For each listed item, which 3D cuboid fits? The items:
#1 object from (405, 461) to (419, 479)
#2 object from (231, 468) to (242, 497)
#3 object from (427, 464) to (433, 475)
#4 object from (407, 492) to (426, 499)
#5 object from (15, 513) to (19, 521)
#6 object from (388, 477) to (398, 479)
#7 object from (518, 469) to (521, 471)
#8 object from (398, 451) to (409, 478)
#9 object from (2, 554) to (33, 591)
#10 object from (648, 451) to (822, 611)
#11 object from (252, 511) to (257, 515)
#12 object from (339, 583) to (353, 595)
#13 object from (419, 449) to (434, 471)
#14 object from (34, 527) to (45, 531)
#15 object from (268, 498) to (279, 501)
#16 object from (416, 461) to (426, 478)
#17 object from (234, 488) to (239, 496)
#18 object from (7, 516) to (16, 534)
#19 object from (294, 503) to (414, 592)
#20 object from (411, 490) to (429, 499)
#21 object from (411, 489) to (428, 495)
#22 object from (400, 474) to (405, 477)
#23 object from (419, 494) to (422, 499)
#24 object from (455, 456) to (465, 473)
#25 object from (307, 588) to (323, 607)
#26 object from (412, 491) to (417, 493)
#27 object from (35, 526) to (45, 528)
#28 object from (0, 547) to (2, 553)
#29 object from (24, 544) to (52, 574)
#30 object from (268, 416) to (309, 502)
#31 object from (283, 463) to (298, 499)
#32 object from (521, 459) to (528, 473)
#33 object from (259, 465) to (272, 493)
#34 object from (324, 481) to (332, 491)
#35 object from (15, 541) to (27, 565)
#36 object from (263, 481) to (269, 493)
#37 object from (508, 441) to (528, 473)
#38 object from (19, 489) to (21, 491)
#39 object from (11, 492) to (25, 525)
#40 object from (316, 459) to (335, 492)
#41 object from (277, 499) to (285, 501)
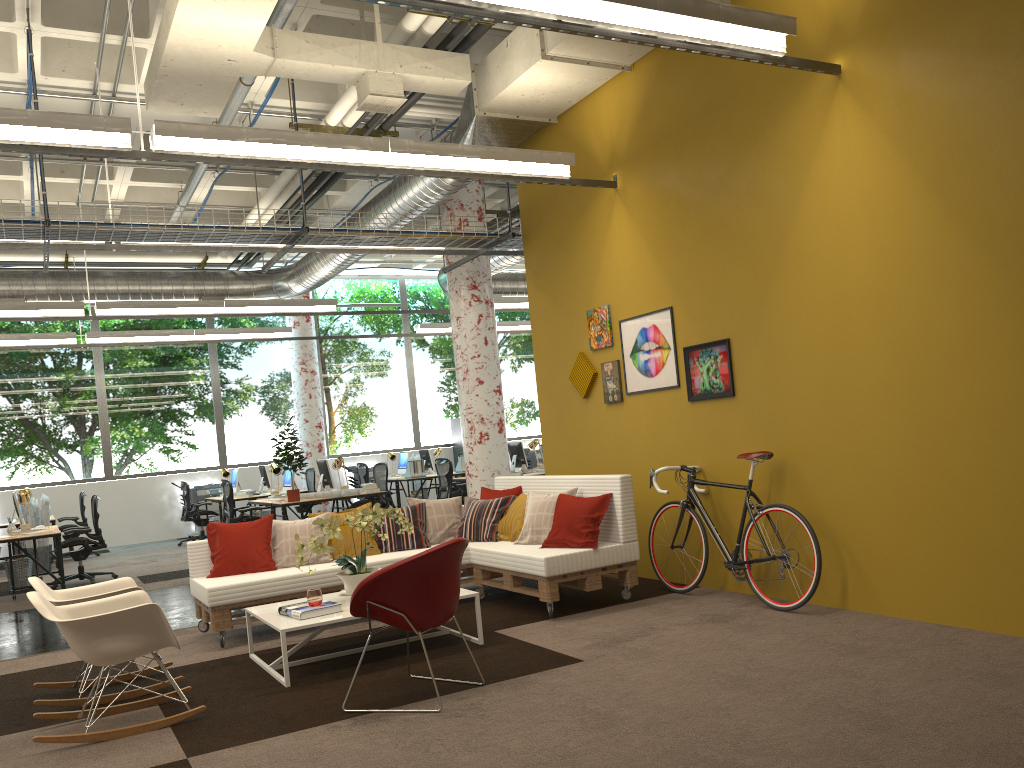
[{"bbox_3d":[-1.816,1.544,15.928,0.150,0.302,0.281,-5,-2,-28],"label":"object"},{"bbox_3d":[-4.770,1.700,15.324,0.189,0.485,0.485,-5,-2,-29],"label":"object"},{"bbox_3d":[-1.571,1.629,16.960,0.101,0.209,0.101,-6,-1,17],"label":"object"},{"bbox_3d":[-1.769,2.237,16.532,0.352,0.435,0.360,-5,-2,-32],"label":"object"},{"bbox_3d":[-7.628,2.016,13.684,0.101,0.209,0.101,-6,-1,17],"label":"object"},{"bbox_3d":[-2.216,1.772,16.722,0.118,0.017,0.440,-4,-4,-28],"label":"object"},{"bbox_3d":[0.143,1.400,14.403,0.106,0.029,0.060,-4,-3,-27],"label":"object"},{"bbox_3d":[-2.134,1.914,17.066,0.190,1.208,1.081,-5,-2,-28],"label":"object"},{"bbox_3d":[-6.080,2.318,10.926,0.352,0.435,0.360,-5,-2,-32],"label":"object"},{"bbox_3d":[1.474,1.009,6.239,0.401,1.039,1.741,-5,-3,-23],"label":"object"},{"bbox_3d":[-4.618,2.495,16.037,0.119,0.403,0.236,-5,-1,-28],"label":"object"},{"bbox_3d":[-1.111,1.395,6.072,0.160,0.090,0.161,-5,-3,-4],"label":"object"},{"bbox_3d":[-1.691,1.521,17.287,0.189,0.485,0.485,-5,-2,-29],"label":"object"},{"bbox_3d":[-5.733,1.754,10.743,0.118,0.017,0.440,-4,-4,-28],"label":"object"},{"bbox_3d":[-3.179,1.557,11.919,0.118,0.017,0.440,-4,-4,-28],"label":"object"},{"bbox_3d":[-1.687,1.536,15.998,0.150,0.302,0.281,-5,-2,-28],"label":"object"},{"bbox_3d":[-4.863,1.867,15.650,0.101,0.209,0.101,-6,-1,17],"label":"object"},{"bbox_3d":[-5.842,1.645,10.334,0.101,0.209,0.101,-6,-1,17],"label":"object"},{"bbox_3d":[-1.030,1.109,5.828,0.787,0.615,0.418,-5,-1,-16],"label":"object"},{"bbox_3d":[-1.811,2.302,17.554,0.353,0.435,0.369,-6,-2,7],"label":"object"},{"bbox_3d":[-1.879,2.372,18.119,0.353,0.398,0.354,-5,-2,-9],"label":"object"},{"bbox_3d":[-2.124,1.692,17.131,0.101,0.209,0.101,-6,-1,17],"label":"object"},{"bbox_3d":[-1.696,2.245,16.565,0.119,0.403,0.236,-5,-1,-28],"label":"object"},{"bbox_3d":[-0.930,1.487,16.408,0.150,0.302,0.281,-5,-2,-28],"label":"object"},{"bbox_3d":[-1.214,1.314,5.450,0.094,0.106,0.094,-6,-2,22],"label":"object"},{"bbox_3d":[-1.880,2.320,17.519,0.119,0.403,0.236,-5,-1,-28],"label":"object"},{"bbox_3d":[-5.882,1.779,11.035,0.106,0.029,0.060,-4,-3,-27],"label":"object"},{"bbox_3d":[-7.825,2.624,13.256,0.352,0.435,0.360,-5,-2,-32],"label":"object"},{"bbox_3d":[-6.733,2.511,12.617,0.353,0.398,0.353,-6,-2,16],"label":"object"},{"bbox_3d":[-2.811,0.944,11.136,0.438,1.077,0.515,-5,-1,-38],"label":"object"},{"bbox_3d":[-2.994,1.310,12.003,0.189,0.485,0.485,-5,-2,-29],"label":"object"},{"bbox_3d":[0.183,1.266,13.702,0.101,0.209,0.101,-6,-1,17],"label":"object"},{"bbox_3d":[-4.430,1.696,15.805,0.189,0.485,0.485,-5,-2,-29],"label":"object"},{"bbox_3d":[-2.534,1.414,12.157,0.101,0.209,0.101,-6,-1,17],"label":"object"},{"bbox_3d":[-7.866,2.689,14.275,0.352,0.435,0.360,-5,-2,-32],"label":"object"},{"bbox_3d":[-4.310,1.804,15.479,0.101,0.209,0.101,-6,-1,17],"label":"object"},{"bbox_3d":[0.063,1.158,14.029,0.189,0.485,0.485,-5,-2,-29],"label":"object"},{"bbox_3d":[-7.747,1.908,14.011,0.189,0.485,0.485,-5,-2,-29],"label":"object"},{"bbox_3d":[-5.962,1.537,10.661,0.189,0.485,0.485,-5,-2,-29],"label":"object"},{"bbox_3d":[-2.654,1.306,12.484,0.189,0.485,0.485,-5,-2,-29],"label":"object"},{"bbox_3d":[-3.031,1.519,11.626,0.106,0.029,0.060,-4,-3,-27],"label":"object"}]
